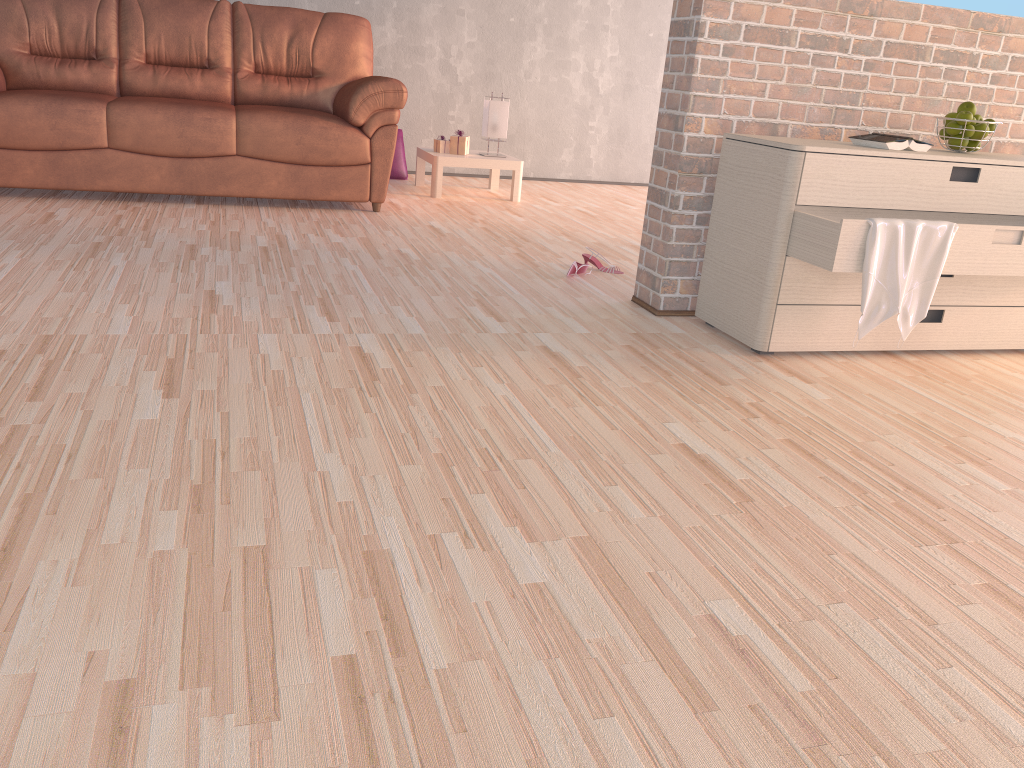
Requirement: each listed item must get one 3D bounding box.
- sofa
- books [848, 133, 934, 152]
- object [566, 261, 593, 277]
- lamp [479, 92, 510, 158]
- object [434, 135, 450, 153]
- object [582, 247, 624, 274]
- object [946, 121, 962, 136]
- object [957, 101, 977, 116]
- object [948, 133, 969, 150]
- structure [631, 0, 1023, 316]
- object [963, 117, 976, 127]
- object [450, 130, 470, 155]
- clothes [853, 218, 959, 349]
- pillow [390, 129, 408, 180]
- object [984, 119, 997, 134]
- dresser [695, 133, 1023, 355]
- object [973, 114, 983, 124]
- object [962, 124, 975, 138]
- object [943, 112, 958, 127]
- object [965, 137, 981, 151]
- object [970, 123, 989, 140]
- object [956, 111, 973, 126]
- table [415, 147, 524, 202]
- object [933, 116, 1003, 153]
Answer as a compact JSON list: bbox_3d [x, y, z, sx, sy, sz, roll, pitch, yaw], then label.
[{"bbox_3d":[-1.692,-1.484,4.468,2.202,0.923,0.981,-1,20,-18],"label":"sofa"},{"bbox_3d":[1.157,-0.740,2.710,0.209,0.040,0.146,-5,22,-27],"label":"books"},{"bbox_3d":[0.265,-0.456,3.491,0.078,0.066,0.192,11,20,16],"label":"object"},{"bbox_3d":[-0.104,-1.573,5.382,0.140,0.376,0.140,-1,20,-18],"label":"lamp"},{"bbox_3d":[-0.401,-1.455,5.375,0.080,0.105,0.152,21,25,37],"label":"object"},{"bbox_3d":[0.372,-0.506,3.630,0.188,0.085,0.069,12,21,19],"label":"object"},{"bbox_3d":[1.404,-0.812,2.817,0.046,0.044,0.046,-3,21,-22],"label":"object"},{"bbox_3d":[1.452,-0.873,2.831,0.054,0.056,0.054,-1,20,-18],"label":"object"},{"bbox_3d":[1.429,-0.777,2.839,0.060,0.055,0.059,14,21,25],"label":"object"},{"bbox_3d":[1.179,-0.775,3.127,1.422,1.057,0.211,-1,20,-18],"label":"structure"},{"bbox_3d":[1.451,-0.829,2.815,0.039,0.038,0.039,9,20,10],"label":"object"},{"bbox_3d":[-0.313,-1.454,5.324,0.099,0.147,0.102,9,20,9],"label":"object"},{"bbox_3d":[1.057,-0.270,2.439,0.325,0.369,0.097,-1,20,-17],"label":"clothes"},{"bbox_3d":[-0.862,-1.520,5.851,0.327,0.326,0.241,-3,21,-23],"label":"pillow"},{"bbox_3d":[1.515,-0.820,2.822,0.047,0.047,0.046,12,20,18],"label":"object"},{"bbox_3d":[1.528,-0.413,2.861,1.686,0.612,0.605,-1,20,-18],"label":"dresser"},{"bbox_3d":[1.489,-0.844,2.847,0.043,0.043,0.039,-7,23,-31],"label":"object"},{"bbox_3d":[1.437,-0.797,2.793,0.038,0.040,0.039,2,20,-10],"label":"object"},{"bbox_3d":[1.414,-0.846,2.851,0.049,0.053,0.054,9,20,11],"label":"object"},{"bbox_3d":[1.483,-0.772,2.854,0.046,0.048,0.048,-6,22,-28],"label":"object"},{"bbox_3d":[1.477,-0.799,2.805,0.057,0.057,0.057,10,20,14],"label":"object"},{"bbox_3d":[1.422,-0.835,2.787,0.046,0.045,0.046,-1,20,-18],"label":"object"},{"bbox_3d":[-0.275,-1.298,5.475,0.548,0.241,0.548,-1,20,-18],"label":"table"},{"bbox_3d":[1.453,-0.797,2.852,0.202,0.104,0.202,-4,21,-24],"label":"object"}]
